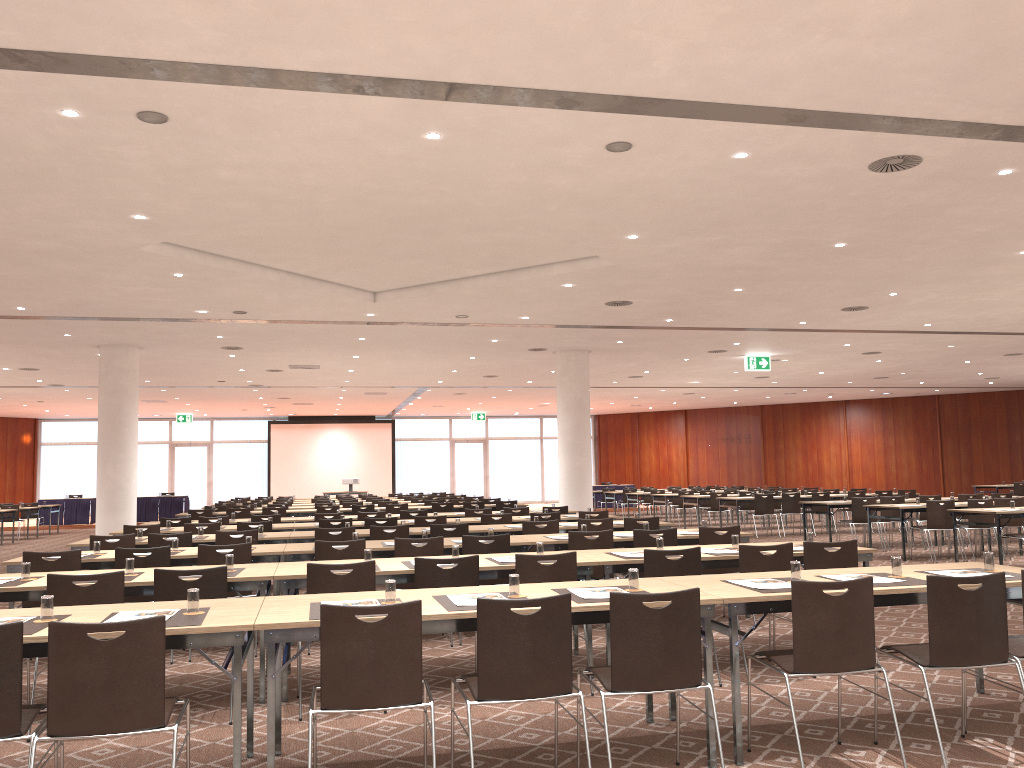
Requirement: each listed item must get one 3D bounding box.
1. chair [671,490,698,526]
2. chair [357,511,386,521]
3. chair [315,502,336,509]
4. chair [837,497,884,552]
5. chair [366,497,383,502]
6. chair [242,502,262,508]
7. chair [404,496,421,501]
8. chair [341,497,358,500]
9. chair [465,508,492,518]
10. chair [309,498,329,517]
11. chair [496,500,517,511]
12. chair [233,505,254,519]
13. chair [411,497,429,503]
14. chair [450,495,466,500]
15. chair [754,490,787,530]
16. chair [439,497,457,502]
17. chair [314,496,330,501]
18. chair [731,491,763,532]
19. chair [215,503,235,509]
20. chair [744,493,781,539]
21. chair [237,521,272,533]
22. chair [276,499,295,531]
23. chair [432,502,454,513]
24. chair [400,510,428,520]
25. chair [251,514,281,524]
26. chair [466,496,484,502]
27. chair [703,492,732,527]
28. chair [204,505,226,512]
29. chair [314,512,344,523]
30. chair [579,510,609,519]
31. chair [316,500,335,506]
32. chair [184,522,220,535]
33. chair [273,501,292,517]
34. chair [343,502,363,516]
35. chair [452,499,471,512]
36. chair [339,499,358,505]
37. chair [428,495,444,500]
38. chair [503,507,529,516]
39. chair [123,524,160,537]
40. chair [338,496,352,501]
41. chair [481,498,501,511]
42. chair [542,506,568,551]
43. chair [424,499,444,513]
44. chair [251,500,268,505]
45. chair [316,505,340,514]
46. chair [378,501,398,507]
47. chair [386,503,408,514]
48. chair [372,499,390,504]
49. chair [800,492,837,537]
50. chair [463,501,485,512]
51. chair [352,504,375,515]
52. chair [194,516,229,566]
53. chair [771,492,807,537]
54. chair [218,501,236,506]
[{"bbox_3d":[4.458,3.230,22.974,0.535,0.938,0.614,0,-5,-13],"label":"chair"},{"bbox_3d":[-2.188,2.445,13.773,0.535,0.938,0.614,0,-5,-13],"label":"chair"},{"bbox_3d":[-3.991,3.003,18.946,0.535,0.938,0.614,0,-5,-13],"label":"chair"},{"bbox_3d":[6.075,2.451,15.547,0.535,0.938,0.614,0,-5,-12],"label":"chair"},{"bbox_3d":[-3.620,3.421,23.189,0.535,0.938,0.614,0,-6,-15],"label":"chair"},{"bbox_3d":[-6.012,3.208,20.570,0.535,0.938,0.614,0,-5,-10],"label":"chair"},{"bbox_3d":[-2.633,3.415,23.331,0.535,0.938,0.614,0,-5,-13],"label":"chair"},{"bbox_3d":[-4.229,3.416,23.010,0.535,0.938,0.614,0,-5,-14],"label":"chair"},{"bbox_3d":[-0.557,2.444,14.102,0.535,0.938,0.614,0,-5,-13],"label":"chair"},{"bbox_3d":[-4.938,3.411,22.815,0.535,0.938,0.614,0,-5,-11],"label":"chair"},{"bbox_3d":[-0.126,2.812,17.849,0.535,0.938,0.614,0,-5,-10],"label":"chair"},{"bbox_3d":[-5.612,3.000,18.583,0.535,0.938,0.614,0,-5,-10],"label":"chair"},{"bbox_3d":[-2.238,3.218,21.458,0.535,0.938,0.614,0,-5,-12],"label":"chair"},{"bbox_3d":[-1.446,3.417,23.597,0.535,0.938,0.614,0,-5,-11],"label":"chair"},{"bbox_3d":[6.176,3.022,21.257,0.535,0.938,0.614,0,-5,-14],"label":"chair"},{"bbox_3d":[-1.572,3.211,21.528,0.535,0.938,0.614,0,-5,-11],"label":"chair"},{"bbox_3d":[-5.316,3.623,24.850,0.535,0.938,0.614,0,-5,-10],"label":"chair"},{"bbox_3d":[5.541,3.013,21.032,0.535,0.938,0.614,0,-5,-11],"label":"chair"},{"bbox_3d":[-6.625,3.211,20.476,0.535,0.938,0.614,0,-6,-15],"label":"chair"},{"bbox_3d":[5.327,2.807,18.943,0.535,0.938,0.614,0,-5,-11],"label":"chair"},{"bbox_3d":[-3.307,2.235,11.446,0.535,0.938,0.614,0,-5,-10],"label":"chair"},{"bbox_3d":[-5.800,3.413,22.658,0.535,0.938,0.614,0,-5,-10],"label":"chair"},{"bbox_3d":[-1.390,2.805,17.523,0.535,0.938,0.614,0,-5,-14],"label":"chair"},{"bbox_3d":[-1.566,2.451,13.955,0.535,0.938,0.614,0,-6,-16],"label":"chair"},{"bbox_3d":[-3.725,2.447,13.472,0.535,0.938,0.614,0,-5,-11],"label":"chair"},{"bbox_3d":[-0.928,3.216,21.708,0.535,0.938,0.614,0,-5,-13],"label":"chair"},{"bbox_3d":[4.848,3.026,21.020,0.535,0.938,0.614,0,-5,-12],"label":"chair"},{"bbox_3d":[-6.171,3.003,18.493,0.535,0.938,0.614,0,-5,-12],"label":"chair"},{"bbox_3d":[-2.802,2.441,13.600,0.535,0.938,0.614,0,-5,-10],"label":"chair"},{"bbox_3d":[1.112,2.245,12.471,0.535,0.938,0.614,0,-5,-12],"label":"chair"},{"bbox_3d":[-4.393,3.210,20.932,0.535,0.938,0.614,0,-5,-11],"label":"chair"},{"bbox_3d":[-3.952,2.237,11.337,0.535,0.938,0.614,0,-5,-14],"label":"chair"},{"bbox_3d":[-5.359,3.205,20.680,0.535,0.938,0.614,0,-6,-15],"label":"chair"},{"bbox_3d":[-3.437,3.007,19.105,0.535,0.938,0.614,0,-5,-14],"label":"chair"},{"bbox_3d":[-1.142,3.011,19.619,0.535,0.938,0.614,0,-5,-13],"label":"chair"},{"bbox_3d":[-3.888,3.216,21.088,0.535,0.938,0.614,0,-5,-12],"label":"chair"},{"bbox_3d":[-2.043,3.419,23.499,0.535,0.938,0.614,0,-6,-15],"label":"chair"},{"bbox_3d":[0.038,2.449,14.271,0.535,0.938,0.614,0,-5,-13],"label":"chair"},{"bbox_3d":[-4.660,2.241,11.222,0.535,0.938,0.614,0,-5,-12],"label":"chair"},{"bbox_3d":[-4.675,3.620,24.951,0.535,0.938,0.614,0,-5,-10],"label":"chair"},{"bbox_3d":[-0.483,3.008,19.731,0.535,0.938,0.614,0,-5,-11],"label":"chair"},{"bbox_3d":[0.663,2.446,14.376,0.535,0.938,0.614,0,-6,-15],"label":"chair"},{"bbox_3d":[-1.728,3.006,19.453,0.535,0.938,0.614,0,-5,-14],"label":"chair"},{"bbox_3d":[-6.416,3.417,22.563,0.535,0.938,0.614,0,-5,-13],"label":"chair"},{"bbox_3d":[-3.533,2.802,17.043,0.535,0.938,0.614,0,-5,-12],"label":"chair"},{"bbox_3d":[-2.718,3.012,19.309,0.535,0.938,0.614,0,-6,-15],"label":"chair"},{"bbox_3d":[-2.252,2.800,17.294,0.535,0.938,0.614,0,-5,-11],"label":"chair"},{"bbox_3d":[-3.143,3.209,21.177,0.535,0.938,0.614,0,-5,-14],"label":"chair"},{"bbox_3d":[6.628,2.810,19.235,0.535,0.938,0.614,0,-5,-13],"label":"chair"},{"bbox_3d":[-0.783,2.803,17.623,0.535,0.938,0.614,0,-5,-14],"label":"chair"},{"bbox_3d":[-2.897,2.807,17.228,0.535,0.938,0.614,0,-5,-13],"label":"chair"},{"bbox_3d":[-4.441,2.438,13.233,0.535,0.938,0.614,0,-5,-15],"label":"chair"},{"bbox_3d":[5.971,2.817,19.170,0.535,0.938,0.614,0,-5,-11],"label":"chair"},{"bbox_3d":[-7.150,3.408,22.320,0.535,0.938,0.614,0,-5,-12],"label":"chair"}]
